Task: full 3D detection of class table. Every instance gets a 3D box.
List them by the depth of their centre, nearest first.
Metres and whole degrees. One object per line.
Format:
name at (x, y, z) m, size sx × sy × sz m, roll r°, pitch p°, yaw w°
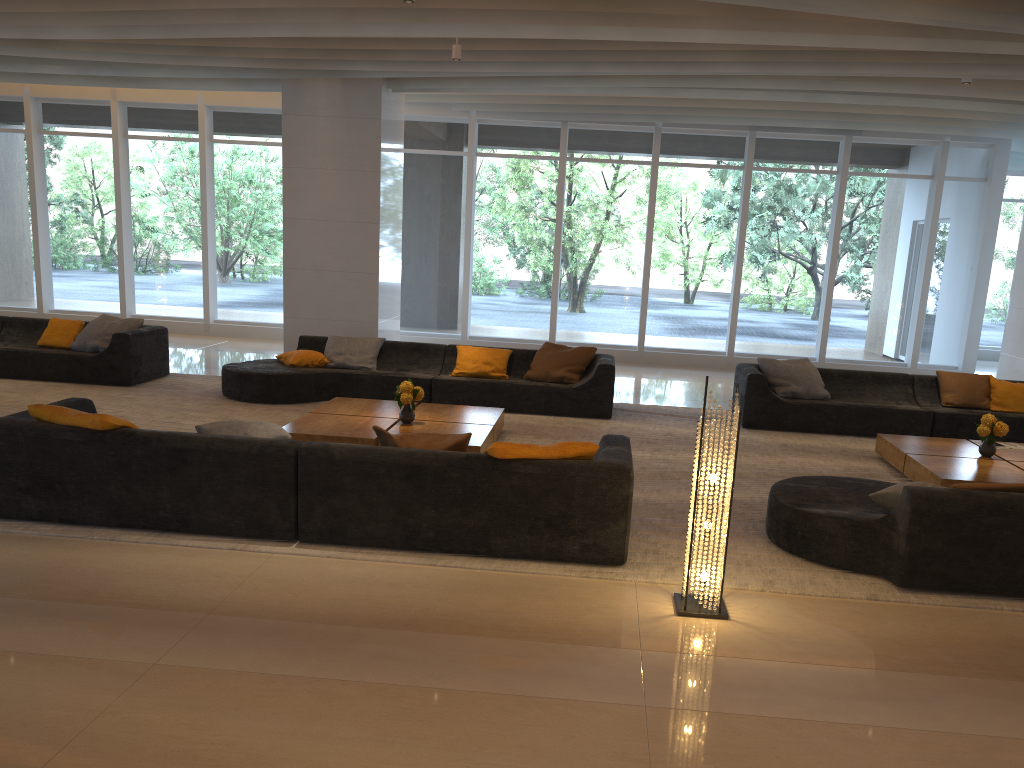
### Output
table at (4.032, 0.734, 7.276) m, size 1.596 × 0.222 × 1.588 m, roll 4°, pitch 9°, yaw 4°
table at (-0.954, 0.405, 7.568) m, size 1.596 × 0.222 × 1.588 m, roll 4°, pitch 9°, yaw 4°

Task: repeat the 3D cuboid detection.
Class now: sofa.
sofa at (2.724, 0.785, 5.376) m, size 2.246 × 0.583 × 1.344 m, roll 4°, pitch 10°, yaw 4°
sofa at (-1.164, 0.554, 5.427) m, size 3.766 × 0.589 × 0.934 m, roll 4°, pitch 10°, yaw 3°
sofa at (4.443, 0.245, 9.266) m, size 4.153 × 0.589 × 1.333 m, roll 5°, pitch 10°, yaw 10°
sofa at (-0.974, -0.091, 9.449) m, size 4.136 × 0.589 × 1.339 m, roll 4°, pitch 10°, yaw 2°
sofa at (-5.847, -0.439, 9.901) m, size 3.766 × 0.589 × 0.934 m, roll 4°, pitch 10°, yaw 3°

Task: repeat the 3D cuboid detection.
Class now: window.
window at (-2.763, -2.104, 11.464) m, size 55.183 × 3.257 × 21.623 m, roll -2°, pitch 11°, yaw -30°

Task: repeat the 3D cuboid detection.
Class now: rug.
rug at (-1.281, 0.495, 7.613) m, size 16.175 × 0.023 × 5.468 m, roll 4°, pitch 9°, yaw 4°

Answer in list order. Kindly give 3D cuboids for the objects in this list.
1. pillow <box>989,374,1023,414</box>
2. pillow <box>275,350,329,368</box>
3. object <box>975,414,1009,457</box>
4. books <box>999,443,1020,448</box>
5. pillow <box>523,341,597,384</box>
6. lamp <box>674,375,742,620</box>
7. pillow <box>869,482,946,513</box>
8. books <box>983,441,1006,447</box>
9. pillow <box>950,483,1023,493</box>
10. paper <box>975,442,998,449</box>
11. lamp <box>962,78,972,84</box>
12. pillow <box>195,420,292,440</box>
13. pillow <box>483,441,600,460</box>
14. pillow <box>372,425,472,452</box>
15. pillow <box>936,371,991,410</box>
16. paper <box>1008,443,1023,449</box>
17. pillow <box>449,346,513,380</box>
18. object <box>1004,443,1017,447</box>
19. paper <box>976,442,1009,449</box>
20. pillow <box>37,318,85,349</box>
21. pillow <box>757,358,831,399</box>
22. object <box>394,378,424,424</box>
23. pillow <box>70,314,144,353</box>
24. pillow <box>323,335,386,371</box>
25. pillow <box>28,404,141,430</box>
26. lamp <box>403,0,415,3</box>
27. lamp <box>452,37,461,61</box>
pillow at (5.290, 0.139, 9.266) m, size 0.602 × 0.407 × 0.473 m, roll 5°, pitch 11°, yaw 11°
pillow at (-2.277, -0.271, 9.621) m, size 0.455 × 0.195 × 0.572 m, roll -3°, pitch 11°, yaw -30°
object at (3.945, 0.417, 7.314) m, size 0.235 × 0.381 × 0.264 m, roll 4°, pitch 11°, yaw 7°
books at (4.339, 0.542, 7.829) m, size 0.213 × 0.011 × 0.178 m, roll 1°, pitch 10°, yaw -14°
pillow at (0.525, -0.231, 9.619) m, size 0.628 × 0.382 × 0.550 m, roll 8°, pitch 11°, yaw 26°
lamp at (0.984, 0.544, 4.375) m, size 0.249 × 1.211 × 0.248 m, roll 4°, pitch 12°, yaw 4°
pillow at (2.388, 0.667, 5.218) m, size 0.419 × 0.249 × 0.476 m, roll 11°, pitch 13°, yaw 39°
books at (4.260, 0.532, 7.837) m, size 0.112 × 0.011 × 0.179 m, roll 3°, pitch 9°, yaw -4°
pillow at (2.711, 0.679, 5.017) m, size 0.602 × 0.396 × 0.395 m, roll 4°, pitch 11°, yaw 7°
paper at (4.235, 0.541, 7.829) m, size 0.197 × 0.001 × 0.259 m, roll 3°, pitch 9°, yaw -4°
lamp at (4.477, -3.680, 8.506) m, size 0.090 × 1.523 × 0.087 m, roll -7°, pitch 16°, yaw -39°
pillow at (-1.554, 0.407, 5.361) m, size 0.584 × 0.381 × 0.418 m, roll 4°, pitch 11°, yaw 6°
pillow at (0.114, 0.470, 5.179) m, size 0.645 × 0.382 × 0.536 m, roll 0°, pitch 11°, yaw -17°
pillow at (-0.518, 0.437, 5.292) m, size 0.599 × 0.414 × 0.441 m, roll 4°, pitch 11°, yaw 6°
pillow at (4.797, 0.082, 9.349) m, size 0.575 × 0.378 × 0.367 m, roll 4°, pitch 11°, yaw 3°
paper at (4.445, 0.549, 7.851) m, size 0.187 × 0.001 × 0.252 m, roll 2°, pitch 9°, yaw -8°
pillow at (-0.335, -0.197, 9.606) m, size 0.635 × 0.398 × 0.446 m, roll 4°, pitch 11°, yaw 3°
object at (4.391, 0.540, 7.842) m, size 0.106 × 0.014 × 0.177 m, roll 1°, pitch 10°, yaw -14°
paper at (4.239, 0.540, 7.832) m, size 0.186 × 0.001 × 0.253 m, roll 3°, pitch 9°, yaw -3°
pillow at (-5.053, -0.568, 9.937) m, size 0.406 × 0.316 × 0.320 m, roll 4°, pitch 11°, yaw 6°
pillow at (3.010, -0.067, 9.473) m, size 0.645 × 0.382 × 0.536 m, roll 0°, pitch 11°, yaw -17°
object at (-0.857, 0.140, 7.348) m, size 0.261 × 0.381 × 0.237 m, roll 8°, pitch 13°, yaw 26°
pillow at (-4.540, -0.565, 9.917) m, size 0.628 × 0.382 × 0.550 m, roll 8°, pitch 11°, yaw 26°
pillow at (-1.745, -0.307, 9.683) m, size 0.663 × 0.421 × 0.458 m, roll 4°, pitch 11°, yaw 4°
pillow at (-2.453, 0.301, 5.330) m, size 0.628 × 0.382 × 0.550 m, roll 8°, pitch 11°, yaw 26°
lamp at (-0.754, -3.669, 6.630) m, size 0.090 × 1.523 × 0.087 m, roll -2°, pitch 13°, yaw -22°
lamp at (-0.522, -4.002, 8.756) m, size 0.089 × 1.523 × 0.088 m, roll 2°, pitch 12°, yaw -4°
